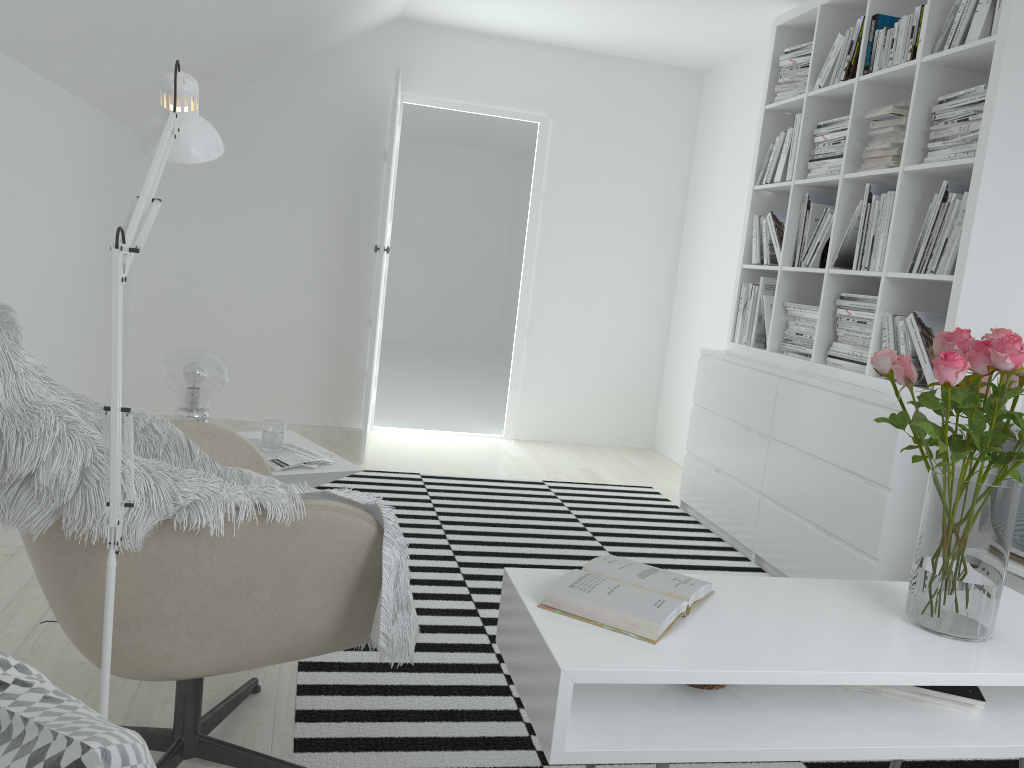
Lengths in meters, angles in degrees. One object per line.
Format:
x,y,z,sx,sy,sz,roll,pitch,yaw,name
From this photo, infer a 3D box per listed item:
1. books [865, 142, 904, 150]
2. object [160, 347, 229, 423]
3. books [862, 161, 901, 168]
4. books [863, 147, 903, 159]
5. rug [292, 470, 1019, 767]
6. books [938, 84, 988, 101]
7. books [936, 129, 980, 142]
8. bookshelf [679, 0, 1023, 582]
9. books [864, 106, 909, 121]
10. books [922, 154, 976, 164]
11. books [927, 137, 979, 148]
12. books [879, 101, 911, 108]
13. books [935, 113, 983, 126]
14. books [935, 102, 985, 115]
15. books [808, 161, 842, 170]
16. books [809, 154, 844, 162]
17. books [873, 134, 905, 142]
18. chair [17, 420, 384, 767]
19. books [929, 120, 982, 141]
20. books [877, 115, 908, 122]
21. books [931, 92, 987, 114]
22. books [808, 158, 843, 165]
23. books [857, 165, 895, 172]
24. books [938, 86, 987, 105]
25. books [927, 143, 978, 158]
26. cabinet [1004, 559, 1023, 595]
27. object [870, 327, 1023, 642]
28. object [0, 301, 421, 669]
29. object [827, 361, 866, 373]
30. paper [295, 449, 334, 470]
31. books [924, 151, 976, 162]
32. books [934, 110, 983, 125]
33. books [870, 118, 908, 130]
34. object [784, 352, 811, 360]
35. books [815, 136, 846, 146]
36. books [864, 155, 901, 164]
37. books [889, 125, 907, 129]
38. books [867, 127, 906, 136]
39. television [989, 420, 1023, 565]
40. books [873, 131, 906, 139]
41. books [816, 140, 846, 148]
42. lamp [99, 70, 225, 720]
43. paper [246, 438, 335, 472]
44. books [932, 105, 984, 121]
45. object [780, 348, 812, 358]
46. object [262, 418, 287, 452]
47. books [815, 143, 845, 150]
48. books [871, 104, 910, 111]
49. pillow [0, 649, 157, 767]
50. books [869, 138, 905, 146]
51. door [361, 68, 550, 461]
1.523,-0.883,3.373,0.288,0.016,0.182,5,8,-8,books
-0.904,0.034,2.518,0.185,0.279,0.185,4,8,-19,object
1.519,-0.819,3.394,0.288,0.016,0.182,4,8,-18,books
1.521,-0.862,3.391,0.296,0.028,0.180,3,8,-23,books
0.323,0.833,2.583,1.846,0.004,4.362,5,8,-13,rug
1.586,-0.972,2.994,0.161,0.012,0.254,5,8,-8,books
1.593,-0.824,2.999,0.182,0.016,0.288,6,8,-3,books
1.352,-0.418,3.620,0.440,2.416,1.595,5,8,-13,bookshelf
1.538,-1.007,3.372,0.331,0.025,0.176,5,8,-13,books
1.557,-0.746,3.007,0.182,0.016,0.288,5,8,-8,books
1.590,-0.810,3.012,0.182,0.016,0.288,4,8,-18,books
1.553,-1.039,3.376,0.254,0.012,0.161,5,8,-13,books
1.583,-0.878,2.992,0.159,0.012,0.285,5,8,-8,books
1.587,-0.921,3.002,0.161,0.013,0.254,5,8,-13,books
1.439,-0.913,3.755,0.232,0.014,0.314,5,8,-13,books
1.451,-0.939,3.756,0.251,0.012,0.312,5,8,-12,books
1.543,-0.915,3.385,0.263,0.017,0.167,4,8,-18,books
-0.692,0.347,1.791,0.776,0.941,0.719,1,10,-38,chair
1.580,-0.846,2.998,0.180,0.028,0.296,5,8,-8,books
1.548,-0.988,3.377,0.254,0.013,0.161,4,8,-18,books
1.590,-0.938,2.987,0.176,0.025,0.331,5,8,-8,books
1.441,-0.928,3.759,0.232,0.014,0.308,4,8,-15,books
1.508,-0.806,3.410,0.288,0.016,0.182,5,8,-13,books
1.583,-0.958,2.980,0.159,0.012,0.285,6,8,-3,books
1.571,-0.780,3.011,0.174,0.021,0.273,5,8,-8,books
1.507,0.744,2.442,0.350,0.477,0.467,4,8,-19,cabinet
0.891,0.183,1.756,0.350,0.599,0.327,7,8,7,object
-0.673,0.243,1.778,0.954,0.789,0.784,2,9,-32,object
1.431,-0.055,3.496,0.232,0.014,0.314,5,8,-13,object
-0.682,0.194,2.509,0.312,0.015,0.205,7,8,2,paper
1.573,-0.761,3.013,0.182,0.016,0.288,5,8,-13,books
1.574,-0.894,3.010,0.161,0.013,0.256,6,8,-3,books
1.536,-0.972,3.382,0.273,0.021,0.174,3,8,-23,books
1.319,-0.113,3.856,0.161,0.012,0.254,5,8,-13,object
1.415,-1.017,3.748,0.161,0.013,0.256,5,8,-8,books
1.522,-0.838,3.396,0.273,0.021,0.174,5,8,-13,books
1.549,-0.956,3.391,0.256,0.013,0.161,5,8,-8,books
1.528,-0.944,3.380,0.285,0.012,0.159,5,8,-13,books
1.521,0.323,2.373,0.273,0.374,0.414,5,8,-13,television
1.536,-0.932,3.390,0.254,0.012,0.161,3,8,-23,books
1.426,-1.001,3.730,0.159,0.012,0.285,5,8,-13,books
-0.565,0.199,1.367,0.196,1.373,0.527,5,8,-8,lamp
-0.682,0.191,2.509,0.312,0.024,0.205,12,10,37,paper
1.586,-0.907,3.006,0.167,0.017,0.263,5,8,-13,books
1.313,-0.128,3.869,0.159,0.012,0.285,5,8,-13,object
-0.674,0.145,2.503,0.067,0.087,0.067,4,8,-15,object
1.417,-0.991,3.741,0.161,0.012,0.254,5,8,-13,books
1.535,-1.028,3.378,0.285,0.012,0.159,5,8,-8,books
0.646,0.462,0.744,2.488,0.513,0.676,5,8,-11,pillow
1.535,-0.897,3.372,0.288,0.016,0.182,3,8,-23,books
-0.542,-0.680,5.313,0.688,2.055,1.397,12,9,35,door
